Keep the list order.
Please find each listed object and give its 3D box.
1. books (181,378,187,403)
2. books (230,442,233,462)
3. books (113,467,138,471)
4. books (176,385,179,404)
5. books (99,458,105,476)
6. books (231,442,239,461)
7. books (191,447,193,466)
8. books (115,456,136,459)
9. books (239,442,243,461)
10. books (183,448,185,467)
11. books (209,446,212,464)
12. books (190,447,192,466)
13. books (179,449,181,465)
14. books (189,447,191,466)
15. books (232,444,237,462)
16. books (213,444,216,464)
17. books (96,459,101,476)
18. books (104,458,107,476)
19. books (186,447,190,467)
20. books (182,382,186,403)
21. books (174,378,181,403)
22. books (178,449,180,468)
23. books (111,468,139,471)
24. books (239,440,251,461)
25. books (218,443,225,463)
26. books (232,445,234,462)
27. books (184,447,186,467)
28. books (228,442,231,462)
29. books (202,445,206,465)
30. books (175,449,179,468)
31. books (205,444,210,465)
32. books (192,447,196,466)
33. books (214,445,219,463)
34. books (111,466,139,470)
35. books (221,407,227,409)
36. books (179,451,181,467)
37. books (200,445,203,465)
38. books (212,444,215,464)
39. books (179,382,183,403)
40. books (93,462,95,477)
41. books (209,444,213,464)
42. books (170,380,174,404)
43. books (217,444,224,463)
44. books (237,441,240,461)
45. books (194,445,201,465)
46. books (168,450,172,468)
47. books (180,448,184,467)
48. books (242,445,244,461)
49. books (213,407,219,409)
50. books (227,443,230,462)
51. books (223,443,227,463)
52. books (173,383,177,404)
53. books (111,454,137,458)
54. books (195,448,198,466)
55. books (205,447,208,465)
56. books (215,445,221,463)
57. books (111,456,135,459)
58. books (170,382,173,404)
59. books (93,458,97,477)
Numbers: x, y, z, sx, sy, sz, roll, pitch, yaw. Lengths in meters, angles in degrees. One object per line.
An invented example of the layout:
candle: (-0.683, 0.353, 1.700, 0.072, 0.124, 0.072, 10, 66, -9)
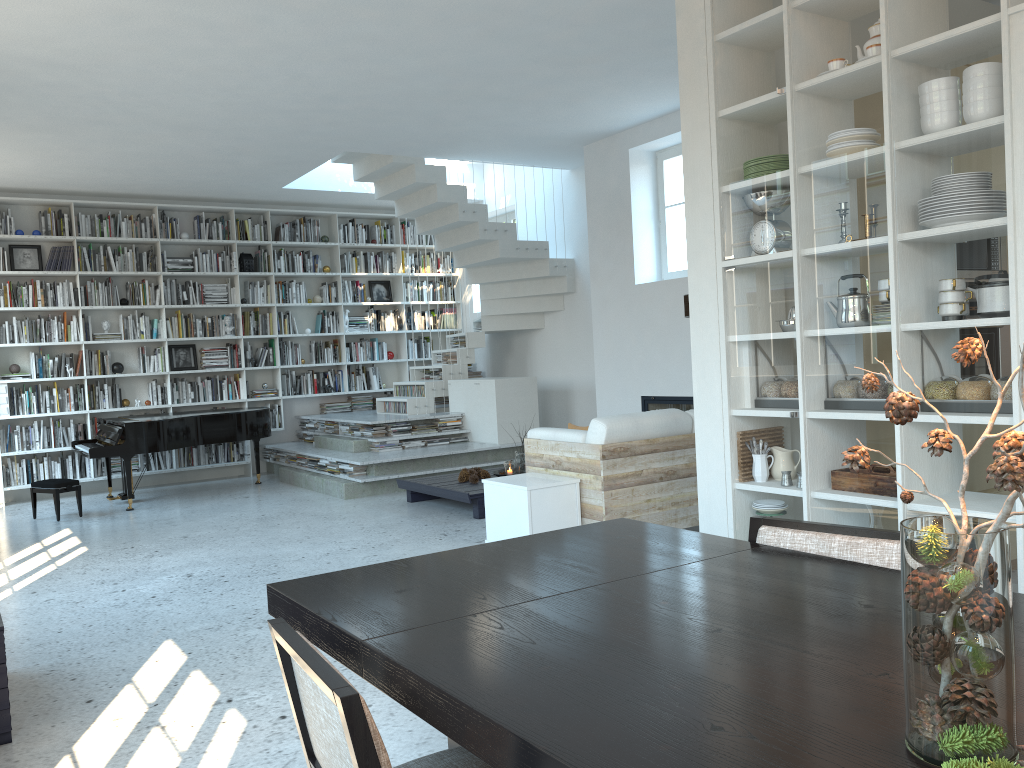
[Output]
books: (-3.740, 0.076, 10.122, 0.013, 0.282, 0.166, -5, 3, -33)
books: (-3.313, 0.781, 10.402, 0.011, 0.258, 0.171, -5, 3, -33)
books: (-4.284, 0.931, 9.788, 0.254, 0.007, 0.161, -4, 2, -37)
books: (-3.824, 0.119, 10.080, 0.024, 0.208, 0.170, -5, 3, -33)
books: (-4.469, 0.881, 9.667, 0.023, 0.232, 0.164, -5, 3, -33)
books: (-3.263, 0.792, 10.448, 0.028, 0.228, 0.162, -5, 3, -33)
books: (-3.693, 0.810, 10.182, 0.012, 0.255, 0.150, -5, 3, -33)
books: (-4.296, 0.810, 9.790, 0.254, 0.006, 0.161, -4, 2, -33)
books: (-3.221, 0.794, 10.458, 0.029, 0.218, 0.191, -5, 3, -33)
books: (-3.765, 0.775, 10.119, 0.012, 0.337, 0.144, -5, 3, -33)
books: (-3.519, 0.819, 10.277, 0.022, 0.213, 0.167, -5, 3, -33)
books: (-3.703, 0.800, 10.174, 0.012, 0.276, 0.154, -5, 3, -33)
books: (-3.804, 0.816, 10.119, 0.010, 0.259, 0.131, -5, 3, -33)
books: (-3.710, 0.820, 10.165, 0.012, 0.239, 0.128, -5, 3, -33)
books: (-3.277, 0.805, 10.425, 0.022, 0.205, 0.191, -5, 3, -33)
books: (-3.483, 0.791, 10.310, 0.024, 0.262, 0.131, -5, 3, -33)
books: (-4.501, 0.907, 9.649, 0.053, 0.184, 0.148, -5, 3, -33)
books: (-4.453, 0.881, 9.687, 0.027, 0.227, 0.139, -5, 3, -33)
books: (-3.726, 0.817, 10.158, 0.022, 0.247, 0.144, -5, 3, -33)
books: (-3.758, 0.096, 10.115, 0.027, 0.246, 0.179, -5, 3, -33)
books: (-3.814, 0.077, 10.106, 0.027, 0.291, 0.140, -5, 3, -33)
books: (-3.810, 0.797, 10.079, 0.014, 0.301, 0.184, -5, 3, -33)
books: (-4.283, 0.938, 9.786, 0.285, 0.007, 0.159, -4, 2, -28)
books: (-3.145, 0.765, 10.440, 0.038, 0.269, 0.277, -5, 3, -33)
books: (-3.393, 0.770, 10.347, 0.011, 0.293, 0.184, -5, 3, -33)
books: (-3.302, 0.813, 10.422, 0.024, 0.191, 0.155, -5, 3, -33)
books: (-3.746, 0.787, 10.133, 0.034, 0.311, 0.170, -5, 3, -33)
books: (-3.337, 0.792, 10.405, 0.028, 0.239, 0.140, -5, 3, -33)
books: (-3.579, 0.799, 10.251, 0.028, 0.261, 0.132, -5, 3, -33)
books: (-3.826, 0.820, 10.069, 0.026, 0.256, 0.183, -5, 3, -33)
books: (-3.534, 0.784, 10.262, 0.013, 0.285, 0.185, -5, 3, -33)
books: (-3.661, 0.833, 10.173, 0.028, 0.206, 0.174, -5, 3, -33)
books: (-3.459, 0.814, 10.335, 0.040, 0.212, 0.129, -5, 3, -33)
books: (-4.287, 0.924, 9.792, 0.285, 0.007, 0.159, -4, 2, -31)
books: (-3.341, 0.417, 10.316, 0.015, 0.293, 0.169, -5, 3, -33)
books: (-3.809, 0.777, 10.100, 0.014, 0.340, 0.139, -5, 3, -33)
books: (-3.603, 0.814, 10.236, 0.030, 0.235, 0.138, -5, 3, -33)
books: (-3.491, 0.779, 10.286, 0.014, 0.288, 0.184, -5, 3, -33)
books: (-3.789, 0.096, 10.116, 0.024, 0.248, 0.132, -5, 3, -33)
books: (-4.556, 0.887, 9.627, 0.012, 0.231, 0.138, -5, 3, -33)
books: (-3.503, 0.756, 10.276, 0.014, 0.336, 0.182, -5, 3, -33)
books: (-3.863, 0.088, 10.053, 0.011, 0.275, 0.146, -5, 3, -33)
books: (-3.407, 0.812, 10.337, 0.029, 0.210, 0.170, -5, 3, -33)
books: (-3.242, 0.777, 10.451, 0.012, 0.256, 0.176, -5, 3, -33)
books: (-3.626, 0.786, 10.217, 0.026, 0.294, 0.155, -5, 3, -33)
books: (-3.886, 0.833, 10.064, 0.021, 0.237, 0.115, -5, 3, -33)
books: (-3.784, 0.813, 10.120, 0.025, 0.264, 0.145, -5, 3, -33)
books: (-3.205, 0.811, 10.483, 0.023, 0.182, 0.148, -5, 3, -33)
books: (-3.417, 0.418, 10.261, 0.013, 0.303, 0.181, -5, 3, -33)
books: (-3.343, 0.754, 10.372, 0.013, 0.317, 0.186, -5, 3, -33)
books: (-3.363, 0.789, 10.354, 0.044, 0.251, 0.187, -5, 3, -33)
books: (-3.840, 0.108, 10.055, 0.027, 0.234, 0.167, -5, 3, -33)
books: (-4.291, 0.794, 9.780, 0.285, 0.005, 0.159, -4, 2, -28)
books: (-3.653, 0.836, 10.214, 0.030, 0.197, 0.143, -5, 3, -33)
books: (-3.554, 0.826, 10.265, 0.024, 0.203, 0.144, -5, 3, -33)
books: (-3.421, 0.816, 10.322, 0.010, 0.206, 0.180, -5, 3, -33)
books: (-4.297, 0.805, 9.790, 0.285, 0.005, 0.159, -4, 2, -33)
books: (-3.882, 0.106, 10.049, 0.029, 0.244, 0.154, -5, 3, -33)
books: (-4.538, 0.902, 9.634, 0.025, 0.198, 0.160, -5, 3, -33)
